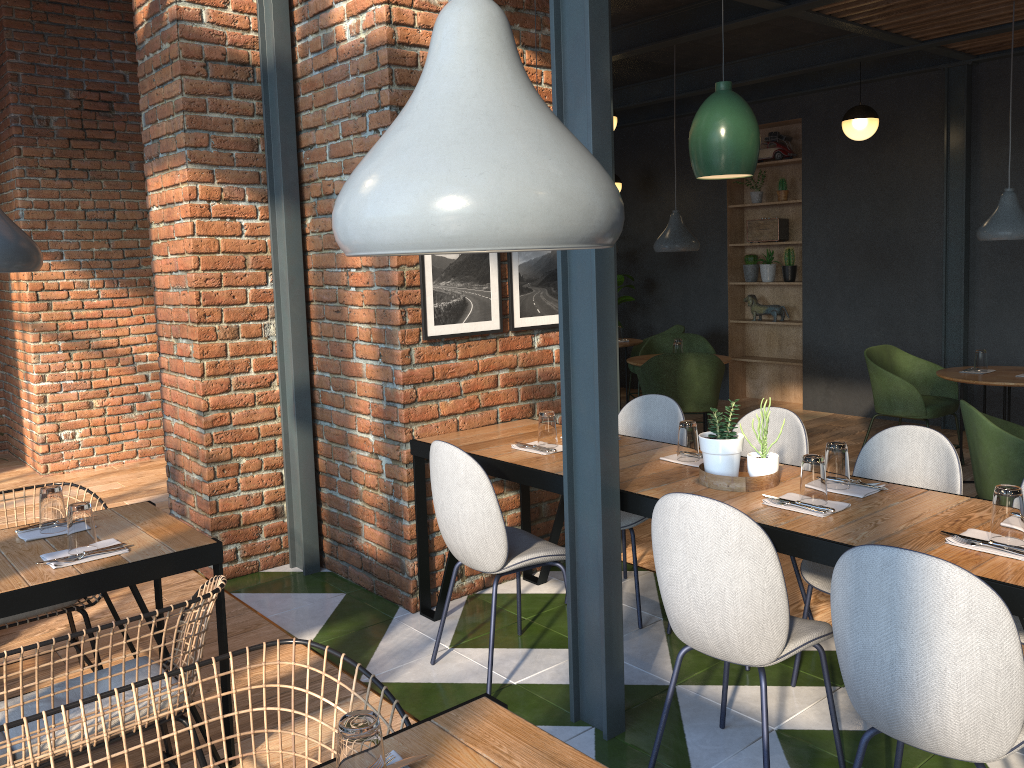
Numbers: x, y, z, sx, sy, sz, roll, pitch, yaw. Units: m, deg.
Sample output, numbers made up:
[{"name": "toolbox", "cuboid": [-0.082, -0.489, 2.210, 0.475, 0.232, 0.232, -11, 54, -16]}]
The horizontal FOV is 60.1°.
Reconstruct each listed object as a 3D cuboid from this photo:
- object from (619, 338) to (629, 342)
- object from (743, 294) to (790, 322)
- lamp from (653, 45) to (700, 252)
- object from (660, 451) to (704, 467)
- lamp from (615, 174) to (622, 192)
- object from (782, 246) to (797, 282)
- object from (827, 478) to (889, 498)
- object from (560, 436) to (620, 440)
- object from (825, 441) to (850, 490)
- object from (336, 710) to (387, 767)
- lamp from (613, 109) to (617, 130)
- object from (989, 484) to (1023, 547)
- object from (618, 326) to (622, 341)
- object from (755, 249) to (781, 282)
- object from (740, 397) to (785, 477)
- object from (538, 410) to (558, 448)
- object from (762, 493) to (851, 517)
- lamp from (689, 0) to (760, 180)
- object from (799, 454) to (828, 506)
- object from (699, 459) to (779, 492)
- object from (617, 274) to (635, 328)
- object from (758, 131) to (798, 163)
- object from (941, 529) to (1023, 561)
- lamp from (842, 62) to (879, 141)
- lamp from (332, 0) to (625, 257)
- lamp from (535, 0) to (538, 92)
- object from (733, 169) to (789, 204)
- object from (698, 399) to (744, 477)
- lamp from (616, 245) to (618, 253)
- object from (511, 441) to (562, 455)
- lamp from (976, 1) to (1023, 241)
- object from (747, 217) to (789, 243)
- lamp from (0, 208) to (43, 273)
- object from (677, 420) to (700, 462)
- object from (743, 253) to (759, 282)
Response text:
[{"name": "object", "cuboid": [1.043, -0.419, 8.484, 0.157, 0.019, 0.244, -1, 8, 5]}, {"name": "object", "cuboid": [2.493, -0.747, 8.689, 0.151, 0.256, 0.522, -7, 9, -40]}, {"name": "lamp", "cuboid": [1.192, -3.244, 6.616, 0.353, 4.470, 0.354, -2, 5, -4]}, {"name": "object", "cuboid": [0.665, 0.268, 3.179, 0.158, 0.019, 0.243, -8, 10, -39]}, {"name": "lamp", "cuboid": [0.936, -3.787, 8.953, 0.268, 3.777, 0.269, -2, 5, 3]}, {"name": "object", "cuboid": [2.643, -1.146, 8.437, 0.144, 0.348, 0.144, -4, 6, -23]}, {"name": "object", "cuboid": [1.042, 0.315, 2.754, 0.158, 0.019, 0.243, -8, 10, -39]}, {"name": "object", "cuboid": [0.328, 0.218, 3.613, 0.158, 0.019, 0.243, -8, 10, -39]}, {"name": "object", "cuboid": [1.008, 0.250, 2.750, 0.080, 0.137, 0.080, -1, 6, 14]}, {"name": "object", "cuboid": [-0.222, 0.558, 1.302, 0.080, 0.137, 0.080, 1, 7, 25]}, {"name": "lamp", "cuboid": [0.644, -3.842, 6.891, 0.268, 3.777, 0.269, 1, 6, 30]}, {"name": "object", "cuboid": [1.226, 0.322, 2.189, 0.080, 0.137, 0.080, -1, 6, 14]}, {"name": "object", "cuboid": [1.019, -0.487, 8.501, 0.080, 0.137, 0.080, -6, 7, -32]}, {"name": "object", "cuboid": [2.488, -1.156, 8.620, 0.214, 0.328, 0.233, -6, 8, -34]}, {"name": "object", "cuboid": [0.801, 0.177, 2.843, 0.116, 0.281, 0.128, -7, 8, -44]}, {"name": "object", "cuboid": [0.139, 0.176, 3.482, 0.080, 0.137, 0.080, -4, 6, -18]}, {"name": "object", "cuboid": [0.851, 0.344, 2.595, 0.158, 0.019, 0.243, -8, 10, -39]}, {"name": "lamp", "cuboid": [0.651, -1.668, 2.762, 0.224, 2.013, 0.224, -6, 7, -36]}, {"name": "object", "cuboid": [0.880, 0.278, 2.588, 0.080, 0.137, 0.080, -4, 6, -16]}, {"name": "object", "cuboid": [0.737, 0.294, 2.881, 0.253, 0.046, 0.252, 2, 9, 24]}, {"name": "object", "cuboid": [0.811, -0.728, 9.297, 1.059, 1.786, 0.724, -5, 7, -29]}, {"name": "object", "cuboid": [2.482, -2.271, 8.518, 0.204, 0.283, 0.518, -7, 9, -39]}, {"name": "object", "cuboid": [1.197, 0.389, 2.197, 0.158, 0.019, 0.243, -8, 10, -39]}, {"name": "lamp", "cuboid": [2.630, -3.761, 6.676, 0.268, 3.777, 0.269, 0, 6, 22]}, {"name": "lamp", "cuboid": [-0.115, -2.385, 0.876, 0.353, 4.470, 0.354, -1, 6, 12]}, {"name": "lamp", "cuboid": [0.080, -1.745, 3.445, 0.224, 2.013, 0.224, -6, 7, -36]}, {"name": "object", "cuboid": [2.418, -1.920, 8.588, 0.537, 0.328, 0.175, 2, 7, 29]}, {"name": "object", "cuboid": [0.682, 0.178, 2.886, 0.146, 0.275, 0.146, 2, 7, 31]}, {"name": "lamp", "cuboid": [0.760, -3.457, 8.222, 0.353, 4.470, 0.354, -2, 5, -4]}, {"name": "object", "cuboid": [0.109, 0.243, 3.489, 0.158, 0.019, 0.243, -9, 11, -40]}, {"name": "lamp", "cuboid": [2.993, -3.115, 5.269, 0.353, 4.470, 0.354, -2, 5, -4]}, {"name": "object", "cuboid": [2.493, -1.500, 8.638, 0.199, 0.240, 0.341, -8, 10, -44]}, {"name": "lamp", "cuboid": [-1.635, -2.544, 2.366, 0.353, 4.470, 0.354, -2, 5, -4]}, {"name": "object", "cuboid": [0.631, 0.203, 3.175, 0.080, 0.137, 0.080, 1, 7, 23]}, {"name": "object", "cuboid": [2.379, -1.162, 8.809, 0.190, 0.294, 0.173, 1, 7, 24]}]
